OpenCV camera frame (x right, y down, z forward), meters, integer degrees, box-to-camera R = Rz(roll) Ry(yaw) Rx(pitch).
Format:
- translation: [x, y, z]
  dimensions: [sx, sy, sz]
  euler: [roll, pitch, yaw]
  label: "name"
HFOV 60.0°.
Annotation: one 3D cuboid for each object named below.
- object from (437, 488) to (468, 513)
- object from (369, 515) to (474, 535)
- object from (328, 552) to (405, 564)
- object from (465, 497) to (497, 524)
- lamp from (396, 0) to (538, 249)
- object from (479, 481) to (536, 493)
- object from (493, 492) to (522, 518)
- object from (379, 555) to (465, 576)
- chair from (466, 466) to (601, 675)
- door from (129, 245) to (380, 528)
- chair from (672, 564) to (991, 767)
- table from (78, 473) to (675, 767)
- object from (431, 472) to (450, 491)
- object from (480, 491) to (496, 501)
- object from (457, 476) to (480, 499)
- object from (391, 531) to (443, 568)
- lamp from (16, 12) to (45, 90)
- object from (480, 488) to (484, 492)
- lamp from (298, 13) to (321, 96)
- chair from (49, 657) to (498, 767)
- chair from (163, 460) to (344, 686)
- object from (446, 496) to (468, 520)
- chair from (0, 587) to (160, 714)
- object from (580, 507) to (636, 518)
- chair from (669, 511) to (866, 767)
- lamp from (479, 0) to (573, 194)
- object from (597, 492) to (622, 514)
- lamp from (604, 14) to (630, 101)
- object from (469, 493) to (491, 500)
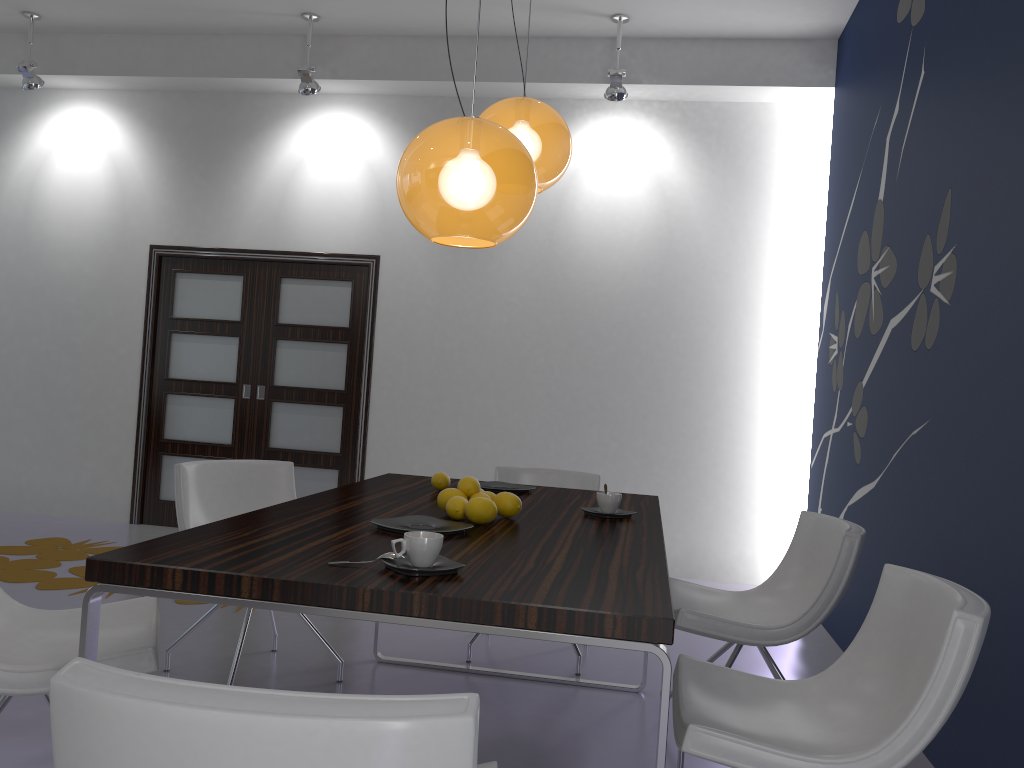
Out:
- translation: [-0.176, 0.349, 2.631]
  dimensions: [0.094, 0.080, 0.076]
  euler: [4, -1, 10]
  label: "object"
- translation: [-0.237, 0.374, 2.328]
  dimensions: [0.232, 0.020, 0.232]
  euler: [4, -1, 37]
  label: "object"
- translation: [-0.298, 0.357, 1.817]
  dimensions: [0.155, 0.028, 0.032]
  euler: [4, -1, -10]
  label: "object"
- translation: [-0.087, 0.355, 2.485]
  dimensions: [0.094, 0.077, 0.079]
  euler: [4, -1, -18]
  label: "object"
- translation: [-0.055, -1.341, 2.249]
  dimensions: [0.358, 1.974, 0.359]
  euler: [4, -1, 14]
  label: "lamp"
- translation: [-0.043, 0.397, 3.401]
  dimensions: [0.232, 0.020, 0.232]
  euler: [4, -1, 37]
  label: "object"
- translation: [-0.015, 0.361, 2.650]
  dimensions: [0.079, 0.077, 0.094]
  euler: [4, -1, -38]
  label: "object"
- translation: [-0.185, 0.372, 1.821]
  dimensions: [0.154, 0.020, 0.154]
  euler: [4, -1, -35]
  label: "object"
- translation: [0.112, 0.802, 4.003]
  dimensions: [0.508, 0.805, 0.620]
  euler: [4, -1, 9]
  label: "chair"
- translation: [-1.859, 0.060, 6.502]
  dimensions: [1.764, 2.061, 0.220]
  euler: [4, -1, 9]
  label: "door"
- translation: [0.671, 0.822, 1.969]
  dimensions: [0.620, 0.805, 0.508]
  euler: [4, -1, 9]
  label: "chair"
- translation: [-0.145, 0.783, 2.640]
  dimensions: [1.127, 0.783, 2.046]
  euler: [4, -1, 9]
  label: "table"
- translation: [-0.259, 0.354, 3.226]
  dimensions: [0.070, 0.068, 0.083]
  euler: [4, -1, 12]
  label: "object"
- translation: [-0.081, 0.362, 2.709]
  dimensions: [0.083, 0.068, 0.070]
  euler: [4, -1, -23]
  label: "object"
- translation: [-0.130, 0.312, 2.679]
  dimensions: [0.070, 0.068, 0.083]
  euler: [4, -1, 12]
  label: "object"
- translation: [-0.189, 0.341, 1.813]
  dimensions: [0.081, 0.064, 0.101]
  euler: [4, -1, 35]
  label: "object"
- translation: [-3.291, -2.262, 6.079]
  dimensions: [0.150, 0.511, 0.185]
  euler: [4, -1, 9]
  label: "lamp"
- translation: [-0.112, 0.360, 2.792]
  dimensions: [0.070, 0.068, 0.083]
  euler: [4, -1, 12]
  label: "object"
- translation: [-1.319, -2.129, 5.779]
  dimensions: [0.150, 0.511, 0.185]
  euler: [4, -1, 9]
  label: "lamp"
- translation: [-0.302, 0.748, 1.252]
  dimensions: [0.508, 0.805, 0.620]
  euler: [4, -1, 4]
  label: "chair"
- translation: [-0.984, 0.721, 3.430]
  dimensions: [0.620, 0.805, 0.508]
  euler: [3, -1, 44]
  label: "chair"
- translation: [-0.154, 0.355, 2.537]
  dimensions: [0.070, 0.068, 0.083]
  euler: [4, -1, 12]
  label: "object"
- translation: [-1.188, 0.695, 2.146]
  dimensions: [0.620, 0.805, 0.508]
  euler: [4, -1, -21]
  label: "chair"
- translation: [0.310, 0.416, 2.865]
  dimensions: [0.154, 0.020, 0.154]
  euler: [4, -1, -37]
  label: "object"
- translation: [0.826, 0.842, 2.997]
  dimensions: [0.620, 0.805, 0.508]
  euler: [4, -1, 4]
  label: "chair"
- translation: [0.076, -1.489, 3.061]
  dimensions: [0.359, 1.645, 0.358]
  euler: [4, -1, 19]
  label: "lamp"
- translation: [0.304, 0.385, 2.871]
  dimensions: [0.101, 0.064, 0.081]
  euler: [4, -1, 33]
  label: "object"
- translation: [0.654, -1.996, 5.479]
  dimensions: [0.150, 0.511, 0.185]
  euler: [4, -1, 9]
  label: "lamp"
- translation: [-0.093, 0.359, 2.627]
  dimensions: [0.069, 0.071, 0.081]
  euler: [4, -1, -14]
  label: "object"
